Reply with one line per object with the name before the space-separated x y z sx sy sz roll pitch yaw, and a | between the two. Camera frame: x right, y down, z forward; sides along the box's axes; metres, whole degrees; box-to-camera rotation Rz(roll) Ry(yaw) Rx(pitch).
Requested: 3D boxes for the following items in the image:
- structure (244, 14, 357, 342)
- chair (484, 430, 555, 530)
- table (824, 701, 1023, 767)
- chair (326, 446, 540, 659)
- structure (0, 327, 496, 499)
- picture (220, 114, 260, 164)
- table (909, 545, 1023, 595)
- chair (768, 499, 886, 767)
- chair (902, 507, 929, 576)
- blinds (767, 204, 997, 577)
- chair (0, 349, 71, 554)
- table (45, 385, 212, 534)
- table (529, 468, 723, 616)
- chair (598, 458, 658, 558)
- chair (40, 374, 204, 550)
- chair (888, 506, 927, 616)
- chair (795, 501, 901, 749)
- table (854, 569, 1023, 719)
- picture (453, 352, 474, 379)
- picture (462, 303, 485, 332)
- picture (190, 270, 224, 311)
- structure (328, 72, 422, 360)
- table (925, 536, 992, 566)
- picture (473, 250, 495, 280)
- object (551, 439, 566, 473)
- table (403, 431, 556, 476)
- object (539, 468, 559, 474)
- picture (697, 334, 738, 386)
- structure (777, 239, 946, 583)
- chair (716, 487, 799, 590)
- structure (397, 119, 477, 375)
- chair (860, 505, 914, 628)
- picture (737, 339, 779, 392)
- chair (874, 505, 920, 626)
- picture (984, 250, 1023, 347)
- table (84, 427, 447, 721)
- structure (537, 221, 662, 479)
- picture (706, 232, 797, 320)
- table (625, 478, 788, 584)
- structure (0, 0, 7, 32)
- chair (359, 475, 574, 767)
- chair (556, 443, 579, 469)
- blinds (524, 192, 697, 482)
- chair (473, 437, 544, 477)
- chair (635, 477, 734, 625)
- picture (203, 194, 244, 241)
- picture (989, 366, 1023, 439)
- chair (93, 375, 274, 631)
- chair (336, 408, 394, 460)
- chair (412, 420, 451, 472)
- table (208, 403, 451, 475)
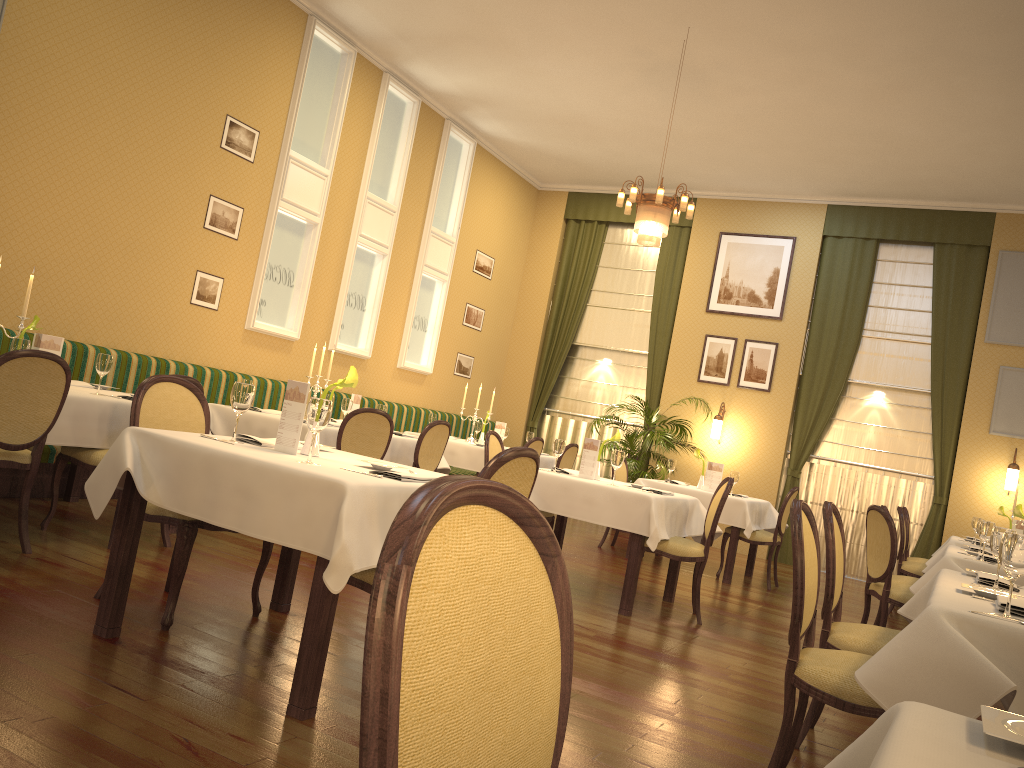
structure | -2.028 -1.928 8.479 0.200 2.985 0.687 9 -3 28
chair | 0.018 0.857 6.454 0.571 0.955 0.530 10 -3 18
table | 0.551 0.762 0.180 1.385 0.759 2.152 9 -3 28
chair | -0.279 0.645 3.132 0.571 0.955 0.530 9 -3 28
structure | -3.243 0.179 5.938 0.850 1.031 14.516 9 -3 28
picture | -2.367 -2.133 7.734 0.008 0.294 0.401 9 -3 28
table | 3.237 1.521 5.503 1.385 0.759 2.152 9 -3 28
chair | 1.110 0.895 2.832 0.571 0.955 0.530 9 -3 28
chair | 3.985 1.708 8.532 0.571 0.955 0.530 9 -3 28
blinds | 4.316 0.032 10.414 1.878 4.537 0.129 9 -3 28
chair | -2.469 0.276 4.130 0.571 0.955 0.530 9 -3 28
table | -2.711 0.360 4.834 1.385 0.759 2.152 9 -3 28
table | 0.612 1.051 6.110 1.389 0.759 1.395 9 -3 29
chair | 1.222 1.197 8.834 0.571 0.955 0.530 9 -3 28
chair | -2.094 0.382 4.870 0.571 0.955 0.530 9 -3 28
chair | 3.640 1.610 7.848 0.571 0.955 0.530 9 -3 28
chair | 1.455 0.992 3.516 0.571 0.955 0.530 9 -3 28
table | 1.901 1.143 2.854 1.385 0.759 2.152 9 -3 28
picture | -0.627 -0.239 11.622 0.008 0.294 0.437 9 -3 28
picture | -0.499 -0.876 11.664 0.008 0.294 0.504 9 -3 28
picture | -2.628 -0.805 7.655 0.008 0.294 0.313 9 -3 28
structure | -1.493 -1.777 9.539 0.200 2.985 0.661 9 -3 28
table | 4.432 1.859 7.871 1.385 0.759 2.152 9 -3 28
picture | -0.368 -1.568 11.697 0.008 0.294 0.504 9 -3 28
object | 0.311 0.494 6.097 0.088 0.229 0.088 12 -3 -20
table | -0.297 1.043 9.620 1.385 0.759 2.152 9 -3 28
object | 0.260 0.592 6.014 0.185 0.010 0.017 9 -3 29
picture | 2.607 -0.304 11.261 0.412 0.619 0.022 9 -3 28
structure | 4.361 0.058 10.522 1.900 4.511 0.134 9 -3 28
chair | 2.285 1.370 8.215 0.571 0.955 0.530 9 -3 28
structure | -0.926 -1.617 10.663 0.200 2.985 0.670 9 -3 28
chair | 2.446 1.274 5.504 0.571 0.955 0.530 11 -3 3
picture | 3.052 -0.231 11.026 0.412 0.619 0.022 9 -3 28
chair | 2.791 1.370 6.165 0.571 0.955 0.530 9 -3 28
picture | 5.808 -0.914 9.728 0.966 1.057 0.027 9 -3 28
table | -0.747 0.667 3.417 1.389 0.759 1.395 9 -3 29
structure | 1.299 -0.447 12.145 1.942 4.511 0.123 9 -3 28
picture | 3.011 -1.376 11.206 0.966 1.057 0.027 9 -3 28
table | 1.817 1.392 8.500 1.389 0.759 1.395 9 -3 29
structure | -3.577 -2.427 5.389 0.200 3.103 0.956 9 -3 28
chair | 0.106 0.611 0.842 0.571 0.955 0.530 9 -3 28
chair | 0.350 1.070 9.646 0.571 0.955 0.530 9 -3 28
blinds | 1.252 -0.474 12.044 1.934 4.537 0.225 9 -3 27
chair | -0.055 0.959 8.916 0.571 0.955 0.530 9 -3 28
chair | 1.095 1.033 5.852 0.571 0.955 0.530 10 -3 8
picture | -2.499 -1.442 7.701 0.008 0.294 0.401 9 -3 28
picture | 5.563 0.212 9.691 0.512 0.769 0.027 9 -3 28
chair | -1.343 0.472 3.751 0.571 0.955 0.530 9 -3 28
chair | -1.243 0.622 6.547 0.530 0.955 0.571 13 -3 -37
chair | -0.883 0.724 7.271 0.571 0.955 0.530 9 -3 28
table | -1.503 0.702 7.229 1.385 0.759 2.152 9 -3 28
